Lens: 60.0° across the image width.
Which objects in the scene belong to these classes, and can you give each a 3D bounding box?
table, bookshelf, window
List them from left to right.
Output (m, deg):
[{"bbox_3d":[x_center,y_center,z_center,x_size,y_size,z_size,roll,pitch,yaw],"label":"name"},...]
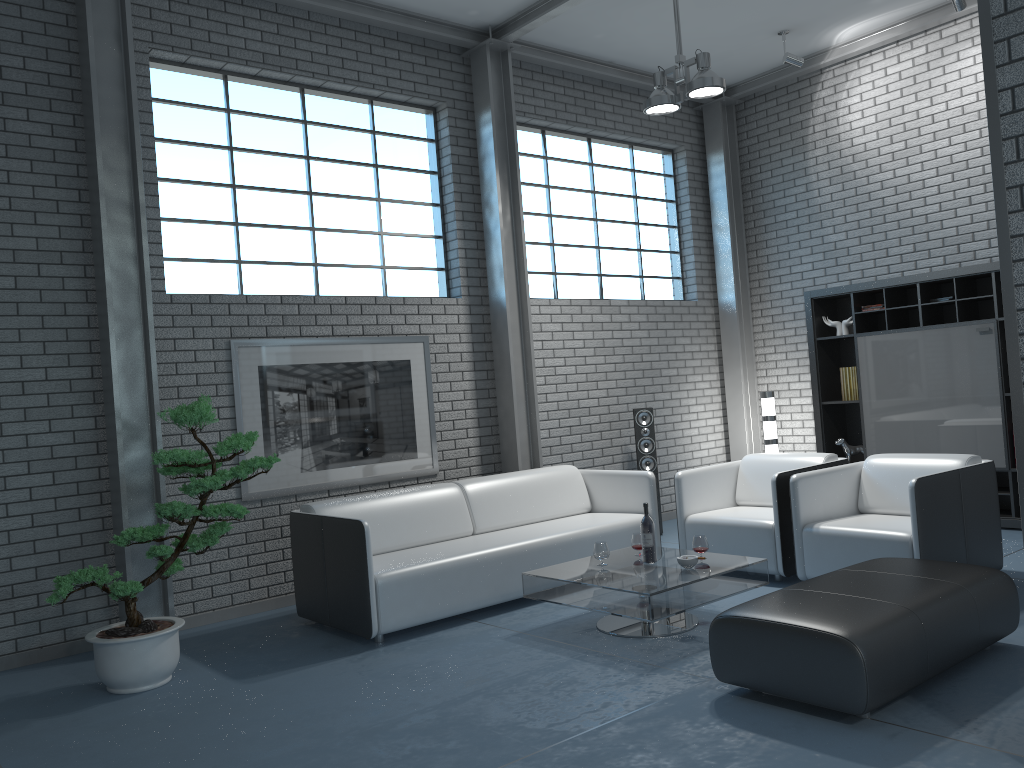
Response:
[{"bbox_3d":[-1.411,-1.329,6.184,2.200,1.500,0.100,-4,-1,-39],"label":"window"},{"bbox_3d":[0.747,-1.474,7.961,2.200,1.500,0.100,-4,-1,-39],"label":"window"},{"bbox_3d":[0.692,1.096,4.614,0.900,0.300,0.900,-4,-1,-39],"label":"table"},{"bbox_3d":[3.299,0.110,6.867,0.419,1.920,1.930,-4,-1,-39],"label":"bookshelf"}]

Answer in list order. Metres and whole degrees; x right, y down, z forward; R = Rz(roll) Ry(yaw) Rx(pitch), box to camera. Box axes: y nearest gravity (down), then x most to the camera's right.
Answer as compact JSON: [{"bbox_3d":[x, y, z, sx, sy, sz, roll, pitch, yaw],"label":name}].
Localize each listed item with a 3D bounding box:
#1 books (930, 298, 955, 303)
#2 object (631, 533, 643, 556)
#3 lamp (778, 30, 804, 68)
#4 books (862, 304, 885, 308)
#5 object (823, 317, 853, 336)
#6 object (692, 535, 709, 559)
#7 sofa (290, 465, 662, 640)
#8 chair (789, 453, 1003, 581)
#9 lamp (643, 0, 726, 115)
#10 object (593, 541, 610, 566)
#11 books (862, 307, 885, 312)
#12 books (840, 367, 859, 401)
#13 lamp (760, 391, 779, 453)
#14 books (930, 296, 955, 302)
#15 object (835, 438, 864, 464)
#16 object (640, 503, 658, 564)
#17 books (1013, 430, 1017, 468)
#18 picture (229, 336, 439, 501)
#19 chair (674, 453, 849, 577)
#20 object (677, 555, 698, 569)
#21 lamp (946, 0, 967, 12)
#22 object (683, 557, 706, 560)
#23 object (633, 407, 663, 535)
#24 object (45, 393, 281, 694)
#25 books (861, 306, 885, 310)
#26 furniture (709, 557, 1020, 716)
[{"bbox_3d":[3.298,-0.631,6.737,0.135,0.015,0.190,-4,-1,-18],"label":"books"},{"bbox_3d":[0.705,0.889,4.919,0.089,0.120,0.089,-5,-1,16],"label":"object"},{"bbox_3d":[2.248,-2.699,7.166,0.166,0.311,0.137,-4,-1,-14],"label":"lamp"},{"bbox_3d":[2.941,-0.628,7.173,0.190,0.015,0.135,-5,-1,30],"label":"books"},{"bbox_3d":[2.754,-0.492,7.400,0.308,0.180,0.106,-5,-1,41],"label":"object"},{"bbox_3d":[0.999,0.863,4.699,0.089,0.120,0.089,-5,-1,16],"label":"object"},{"bbox_3d":[-0.165,0.949,5.569,2.238,0.661,0.919,-4,-1,-39],"label":"sofa"},{"bbox_3d":[2.193,0.759,5.050,0.919,0.661,0.767,-4,-1,-37],"label":"chair"},{"bbox_3d":[1.129,-2.345,6.010,0.300,0.872,0.639,-4,-1,-39],"label":"lamp"},{"bbox_3d":[0.478,0.904,4.728,0.089,0.120,0.089,-5,-1,16],"label":"object"},{"bbox_3d":[2.950,-0.599,7.156,0.135,0.015,0.190,-4,-1,-45],"label":"books"},{"bbox_3d":[2.856,-0.007,7.351,0.195,0.275,0.167,-4,-1,-39],"label":"books"},{"bbox_3d":[2.229,0.614,7.599,0.140,1.100,0.098,-5,-1,13],"label":"lamp"},{"bbox_3d":[3.306,-0.647,6.742,0.135,0.015,0.190,-4,-1,-28],"label":"books"},{"bbox_3d":[2.853,0.559,7.407,0.285,0.229,0.095,-5,-1,6],"label":"object"},{"bbox_3d":[0.719,0.787,4.693,0.079,0.316,0.079,-4,-1,-7],"label":"object"},{"bbox_3d":[3.661,0.462,6.371,0.155,0.270,0.049,-4,-1,-39],"label":"books"},{"bbox_3d":[-1.151,0.192,6.010,1.490,1.015,0.020,-4,-1,-39],"label":"picture"},{"bbox_3d":[1.655,0.810,5.767,0.919,0.661,0.767,-4,-1,-42],"label":"chair"},{"bbox_3d":[0.887,0.901,4.470,0.108,0.056,0.108,-4,-1,-43],"label":"object"},{"bbox_3d":[3.069,-2.765,6.183,0.137,0.332,0.167,-5,-1,41],"label":"lamp"},{"bbox_3d":[0.916,0.888,4.441,0.128,0.052,0.024,-5,-1,44],"label":"object"},{"bbox_3d":[1.129,0.724,7.373,0.159,1.045,0.254,-5,-1,6],"label":"object"},{"bbox_3d":[-1.643,0.740,4.244,1.032,1.362,0.586,-5,-1,10],"label":"object"},{"bbox_3d":[2.945,-0.613,7.165,0.135,0.015,0.190,-4,-1,-35],"label":"books"},{"bbox_3d":[1.477,0.972,3.661,1.291,0.301,0.685,-4,-1,-39],"label":"furniture"}]
